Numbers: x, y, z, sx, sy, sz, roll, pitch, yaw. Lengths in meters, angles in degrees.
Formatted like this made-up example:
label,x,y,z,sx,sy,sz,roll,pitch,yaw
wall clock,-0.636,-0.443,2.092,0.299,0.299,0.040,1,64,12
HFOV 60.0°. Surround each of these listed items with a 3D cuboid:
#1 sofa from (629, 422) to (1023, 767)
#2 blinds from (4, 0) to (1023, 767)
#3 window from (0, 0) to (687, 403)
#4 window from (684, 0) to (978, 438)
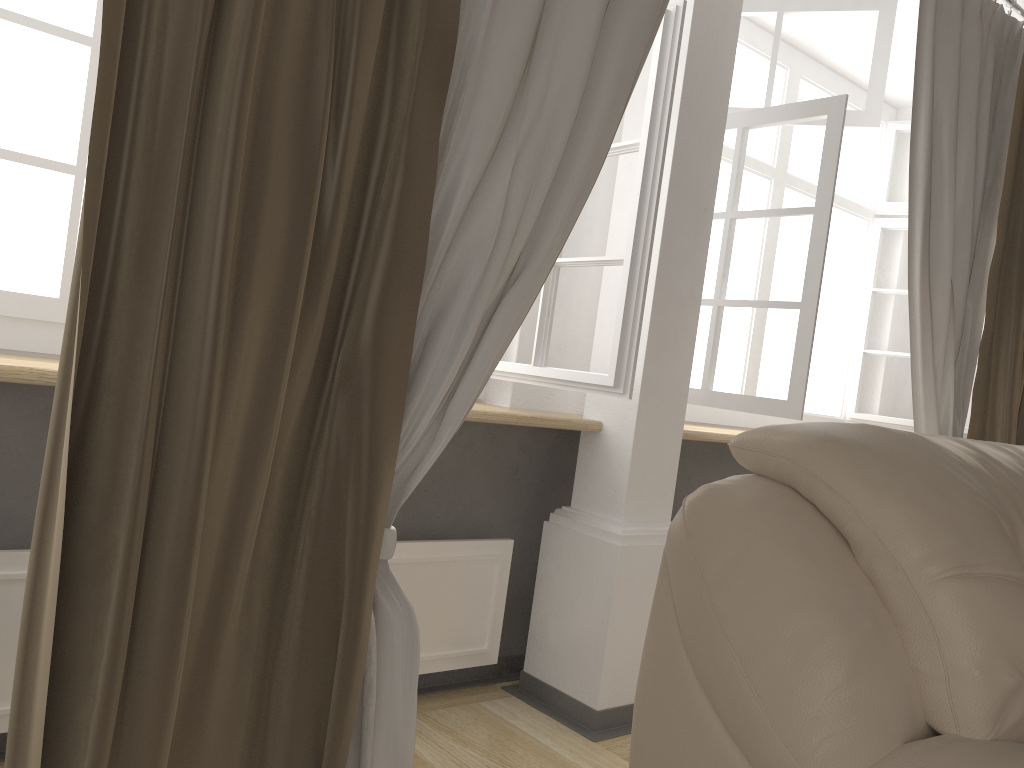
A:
label,x,y,z,sx,sy,sz,roll,pitch,yaw
sofa,1.263,0.610,1.588,2.135,0.900,1.051,7,1,-40
blinds,1.513,-0.084,2.795,5.765,2.294,0.285,7,1,-40
window,-0.395,-0.731,1.885,1.600,1.500,0.781,7,1,-40
window,1.261,-0.527,3.295,1.759,1.500,0.784,7,1,-41
